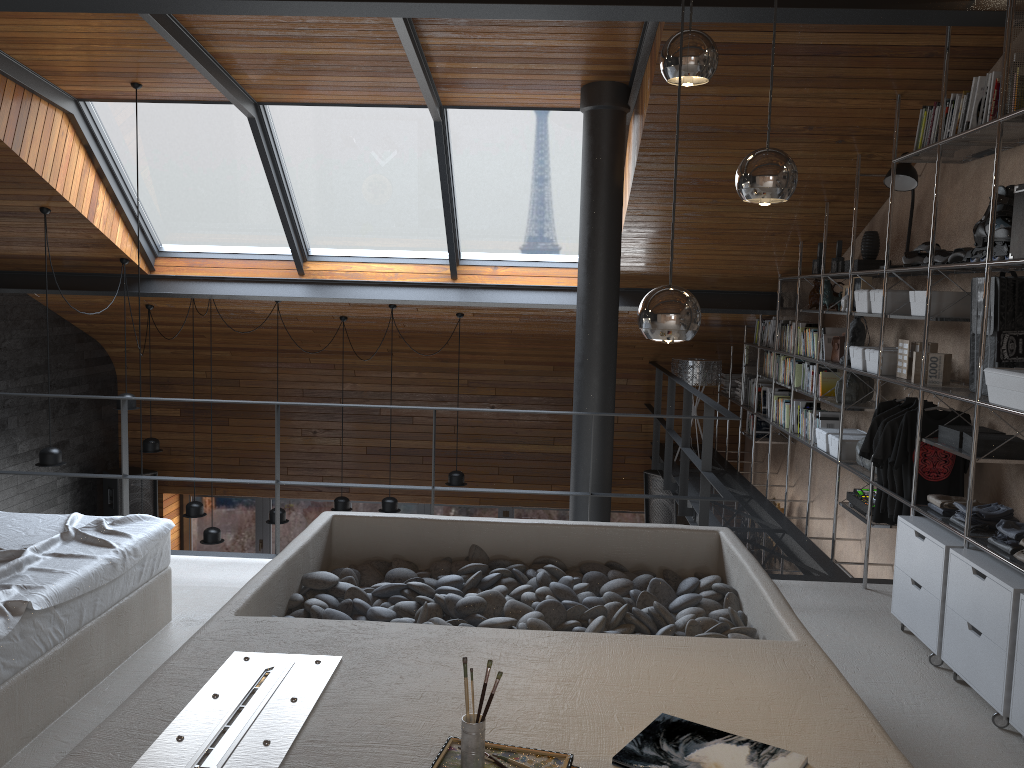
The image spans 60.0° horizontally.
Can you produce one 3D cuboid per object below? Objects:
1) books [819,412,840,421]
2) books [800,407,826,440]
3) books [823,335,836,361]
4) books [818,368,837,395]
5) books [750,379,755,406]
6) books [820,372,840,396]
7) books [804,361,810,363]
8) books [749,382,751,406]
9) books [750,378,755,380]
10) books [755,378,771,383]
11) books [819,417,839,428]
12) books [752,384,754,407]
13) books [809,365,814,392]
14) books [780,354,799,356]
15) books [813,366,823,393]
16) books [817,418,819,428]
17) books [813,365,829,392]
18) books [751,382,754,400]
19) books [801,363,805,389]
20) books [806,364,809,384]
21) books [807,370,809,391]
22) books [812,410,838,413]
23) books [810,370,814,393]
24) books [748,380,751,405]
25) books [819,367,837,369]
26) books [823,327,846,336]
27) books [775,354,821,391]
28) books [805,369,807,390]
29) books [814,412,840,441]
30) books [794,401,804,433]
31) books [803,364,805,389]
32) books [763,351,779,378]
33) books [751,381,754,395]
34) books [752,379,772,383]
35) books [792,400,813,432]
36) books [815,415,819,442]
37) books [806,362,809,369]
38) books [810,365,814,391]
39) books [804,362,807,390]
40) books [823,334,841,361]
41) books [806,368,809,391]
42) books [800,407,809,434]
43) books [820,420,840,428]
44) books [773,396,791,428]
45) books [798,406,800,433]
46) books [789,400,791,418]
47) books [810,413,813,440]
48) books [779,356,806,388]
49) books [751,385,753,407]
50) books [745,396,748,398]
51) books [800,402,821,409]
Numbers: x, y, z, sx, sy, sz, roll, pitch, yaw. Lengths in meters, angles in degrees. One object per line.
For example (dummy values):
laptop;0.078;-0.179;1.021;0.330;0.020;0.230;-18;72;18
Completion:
books;2.184;0.305;6.094;0.143;0.217;0.066;2;6;2
books;2.181;0.284;6.387;0.136;0.210;0.273;2;6;3
books;2.163;-0.243;5.986;0.112;0.169;0.068;2;6;2
books;2.172;-0.014;6.107;0.129;0.186;0.050;2;6;2
books;2.297;0.079;8.177;0.191;0.255;0.012;2;6;2
books;2.181;0.001;6.076;0.129;0.165;0.056;2;6;2
books;2.241;-0.065;6.515;0.207;0.207;0.010;2;6;2
books;2.285;0.088;8.192;0.169;0.232;0.018;2;6;2
books;2.308;0.074;8.229;0.207;0.255;0.010;2;6;2
books;2.272;0.084;8.058;0.143;0.268;0.020;2;6;2
books;2.174;0.322;6.079;0.129;0.186;0.050;2;6;2
books;2.269;0.109;8.089;0.146;0.210;0.018;2;6;2
books;2.189;-0.036;6.303;0.148;0.190;0.013;2;6;2
books;2.243;-0.139;7.187;0.143;0.218;0.020;2;6;2
books;2.197;-0.027;6.223;0.148;0.190;0.013;2;6;2
books;2.180;0.326;6.124;0.146;0.171;0.054;2;6;2
books;2.202;-0.033;6.254;0.146;0.195;0.023;2;6;2
books;2.276;0.096;8.126;0.160;0.231;0.021;2;6;2
books;2.202;-0.056;6.506;0.148;0.190;0.013;2;6;2
books;2.209;-0.045;6.412;0.160;0.187;0.021;2;6;2
books;2.202;-0.033;6.375;0.146;0.171;0.018;2;6;2
books;2.219;0.294;6.264;0.207;0.205;0.053;2;6;3
books;2.190;-0.018;6.276;0.143;0.161;0.019;2;6;2
books;2.269;0.084;8.220;0.148;0.234;0.013;2;6;2
books;2.194;-0.023;6.188;0.129;0.188;0.010;2;6;2
books;2.203;-0.277;6.007;0.177;0.209;0.082;2;6;2
books;2.211;-0.102;6.852;0.138;0.212;1.041;2;6;3
books;2.211;-0.049;6.441;0.148;0.190;0.013;2;6;2
books;2.209;0.300;6.212;0.191;0.205;0.055;2;6;2
books;2.169;0.247;6.577;0.148;0.232;0.053;2;6;2
books;2.218;-0.052;6.478;0.169;0.189;0.018;2;6;2
books;2.226;-0.167;7.479;0.130;0.216;0.311;2;6;2
books;2.278;0.091;8.155;0.148;0.234;0.013;2;6;2
books;2.302;0.082;8.165;0.192;0.251;0.012;2;6;2
books;2.170;0.242;6.625;0.148;0.232;0.053;2;6;2
books;2.187;0.314;6.161;0.160;0.187;0.060;2;6;2
books;2.235;-0.056;6.451;0.192;0.204;0.012;2;6;2
books;2.194;-0.034;6.290;0.148;0.190;0.013;2;6;2
books;2.231;-0.060;6.463;0.191;0.207;0.012;2;6;2
books;2.169;-0.247;5.997;0.117;0.176;0.074;2;6;2
books;2.190;-0.032;6.389;0.130;0.169;0.010;2;6;2
books;2.188;0.270;6.513;0.137;0.201;0.047;2;6;2
books;2.177;0.333;6.069;0.130;0.166;0.046;2;6;2
books;2.189;0.217;7.037;0.139;0.211;0.467;2;6;2
books;2.190;0.264;6.552;0.149;0.205;0.049;2;6;2
books;2.204;0.235;6.791;0.155;0.215;0.055;2;6;2
books;2.180;0.303;6.255;0.148;0.189;0.053;2;6;2
books;2.190;-0.096;6.831;0.139;0.208;0.494;2;6;2
books;2.257;0.111;8.103;0.130;0.208;0.010;2;6;2
books;2.292;0.115;8.356;0.252;0.016;0.182;2;6;7
books;2.198;0.252;6.541;0.148;0.232;0.053;2;6;2
